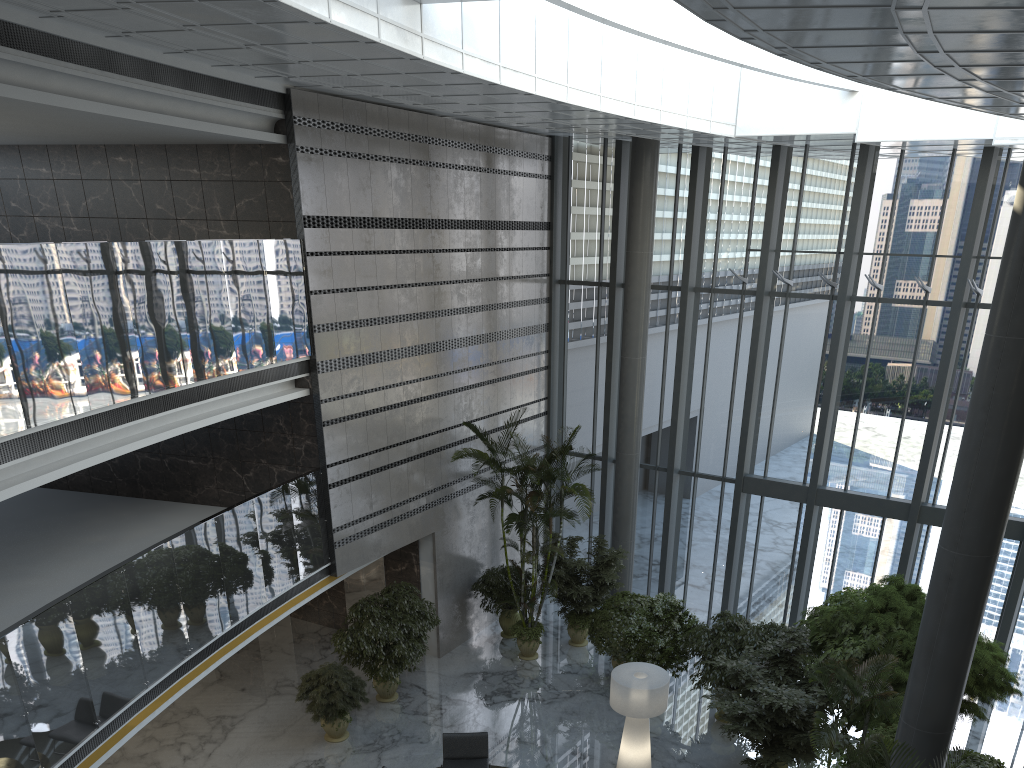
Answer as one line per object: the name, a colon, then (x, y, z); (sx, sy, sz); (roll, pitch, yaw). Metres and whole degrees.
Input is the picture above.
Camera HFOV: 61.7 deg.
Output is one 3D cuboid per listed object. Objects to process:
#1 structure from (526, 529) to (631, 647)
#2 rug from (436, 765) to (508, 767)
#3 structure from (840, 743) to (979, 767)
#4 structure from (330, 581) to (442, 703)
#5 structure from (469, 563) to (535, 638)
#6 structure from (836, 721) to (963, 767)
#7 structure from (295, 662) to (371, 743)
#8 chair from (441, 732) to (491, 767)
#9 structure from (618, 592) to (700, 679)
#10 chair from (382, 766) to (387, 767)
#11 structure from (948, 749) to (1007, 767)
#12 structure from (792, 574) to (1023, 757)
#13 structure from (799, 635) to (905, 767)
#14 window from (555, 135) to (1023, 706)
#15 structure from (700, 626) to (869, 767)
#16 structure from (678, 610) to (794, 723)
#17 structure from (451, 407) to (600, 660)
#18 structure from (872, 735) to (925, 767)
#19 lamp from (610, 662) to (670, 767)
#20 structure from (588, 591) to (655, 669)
structure: (1.303, 3.934, 16.401); (1.828, 2.529, 1.724); (6, 20, 16)
rug: (-0.630, 6.073, 11.411); (3.539, 0.020, 3.248); (1, 11, 0)
structure: (3.146, 4.869, 7.381); (1.616, 4.105, 1.891); (6, 21, 16)
structure: (-2.086, 4.410, 14.409); (2.017, 2.177, 1.488); (-8, 20, -26)
structure: (-0.155, 4.249, 16.783); (1.403, 1.704, 1.021); (-5, 20, -15)
structure: (4.657, 5.183, 10.564); (1.582, 2.344, 1.414); (-5, 20, -15)
structure: (-2.817, 4.952, 13.327); (1.125, 1.464, 1.136); (17, 25, 42)
chair: (-0.672, 5.505, 12.419); (0.725, 0.739, 0.662); (0, 17, -3)
structure: (2.485, 4.486, 14.556); (1.363, 2.167, 1.140); (-11, 23, -30)
chair: (-1.488, 5.644, 11.581); (0.723, 0.739, 0.664); (2, 17, 6)
structure: (5.699, 5.429, 10.871); (1.439, 1.775, 1.445); (0, 18, 0)
structure: (5.507, 4.320, 12.799); (3.532, 3.265, 3.089); (16, 23, 42)
structure: (3.894, 4.532, 10.057); (1.383, 3.807, 1.128); (6, 23, 16)
window: (0.791, 1.006, 9.207); (18.190, 11.085, 12.703); (-12, 20, -42)
structure: (3.753, 4.752, 12.170); (2.177, 2.569, 2.182); (6, 19, 18)
structure: (3.653, 4.650, 14.006); (1.636, 2.085, 1.838); (-8, 19, -25)
structure: (0.313, 2.828, 15.296); (2.388, 5.127, 2.344); (16, 26, 35)
structure: (2.656, 4.679, 5.595); (2.402, 5.127, 2.327); (5, 21, 13)
lamp: (1.834, 5.002, 12.573); (0.823, 1.839, 0.774); (-16, 26, -37)
structure: (2.073, 4.518, 15.380); (1.439, 1.775, 1.445); (0, 18, 0)
